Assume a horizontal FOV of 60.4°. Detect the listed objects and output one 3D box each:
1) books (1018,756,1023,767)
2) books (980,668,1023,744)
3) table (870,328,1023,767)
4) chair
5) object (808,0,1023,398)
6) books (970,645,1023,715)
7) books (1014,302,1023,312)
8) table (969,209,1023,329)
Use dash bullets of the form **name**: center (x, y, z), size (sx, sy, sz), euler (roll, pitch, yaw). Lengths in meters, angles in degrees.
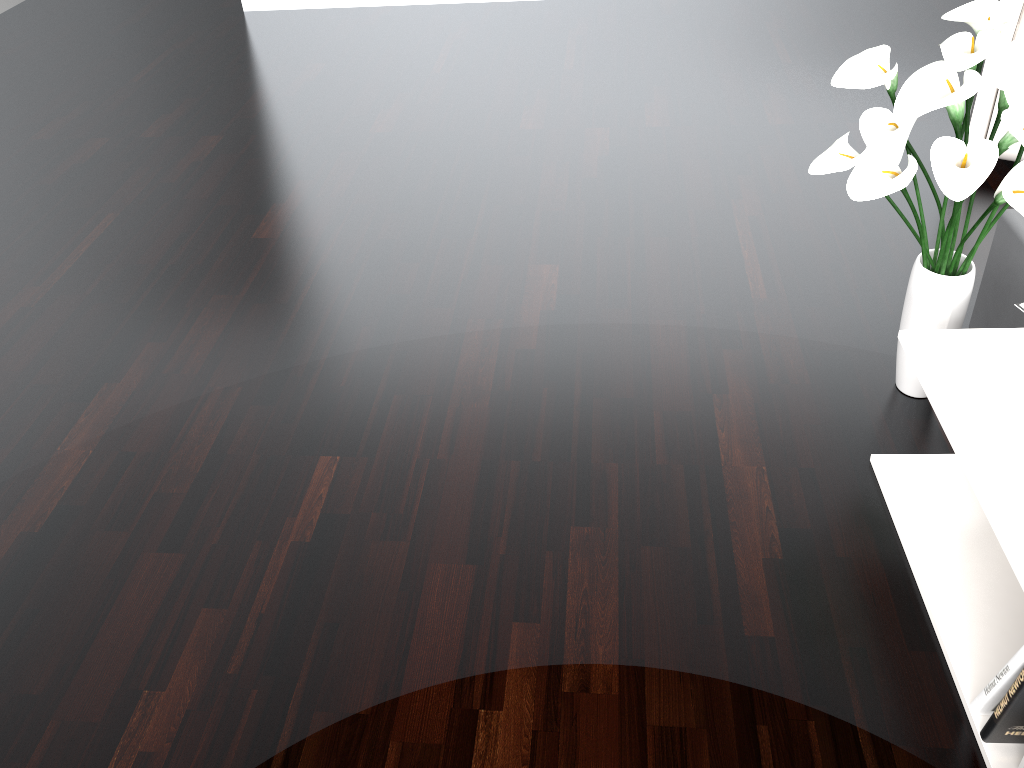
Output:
- **books**: center (0.777, 0.414, 1.101), size (0.205, 0.268, 0.008), euler (-1, 36, 5)
- **books**: center (0.760, 0.403, 1.132), size (0.233, 0.248, 0.053), euler (-1, 36, 5)
- **table**: center (0.796, 0.344, 1.187), size (0.298, 0.297, 1.025), euler (-1, 38, 5)
- **chair**: center (1.827, -1.062, 2.522), size (0.777, 0.625, 0.960), euler (17, 42, 25)
- **object**: center (0.759, -0.235, 1.552), size (0.448, 0.752, 0.399), euler (-10, 37, -7)
- **books**: center (0.760, 0.392, 1.164), size (0.227, 0.225, 0.073), euler (-1, 37, 5)
- **books**: center (1.123, -0.012, 1.350), size (0.359, 0.016, 0.578), euler (-12, 39, -9)
- **table**: center (1.128, 0.173, 1.369), size (0.298, 0.297, 1.331), euler (-1, 38, 5)
